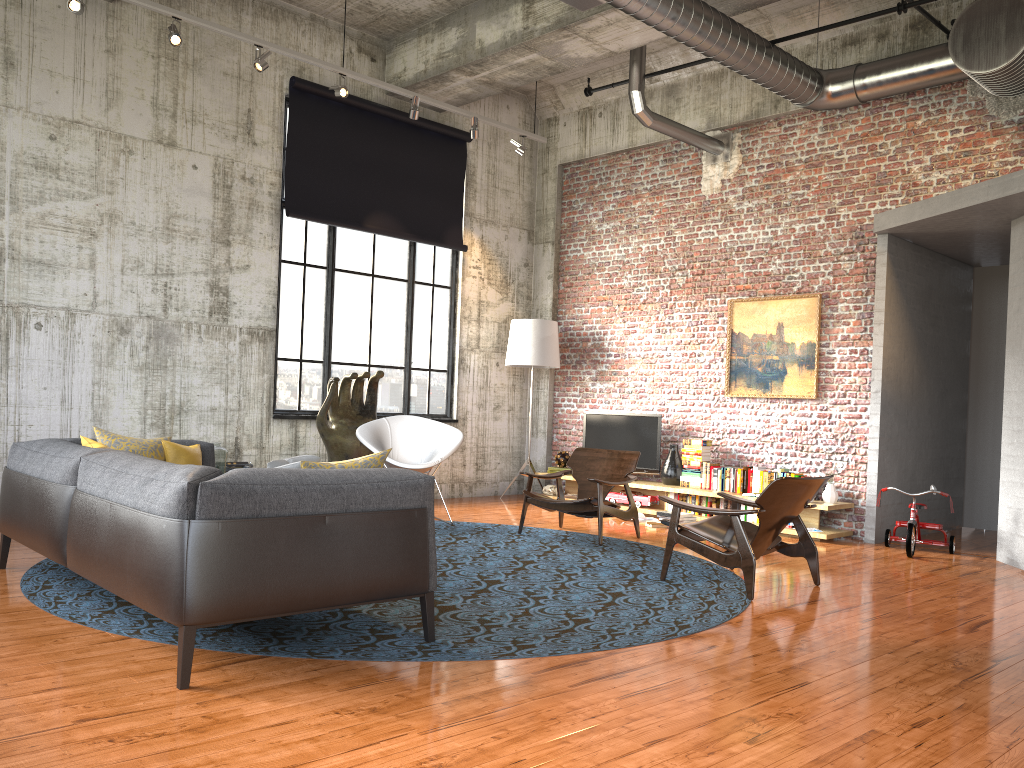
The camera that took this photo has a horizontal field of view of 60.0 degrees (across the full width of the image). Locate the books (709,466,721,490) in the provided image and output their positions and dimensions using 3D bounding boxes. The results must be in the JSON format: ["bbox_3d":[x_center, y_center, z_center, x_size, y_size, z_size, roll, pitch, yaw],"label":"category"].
[{"bbox_3d":[2.196,1.016,9.583,0.160,0.251,0.026,2,0,-44],"label":"books"}]

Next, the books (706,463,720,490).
[{"bbox_3d":[2.180,1.000,9.613,0.198,0.284,0.040,3,0,-44],"label":"books"}]

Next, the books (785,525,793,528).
[{"bbox_3d":[2.715,1.404,8.815,0.149,0.026,0.214,4,-2,-44],"label":"books"}]

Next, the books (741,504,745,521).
[{"bbox_3d":[2.427,1.307,9.188,0.133,0.219,0.040,2,0,-44],"label":"books"}]

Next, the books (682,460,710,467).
[{"bbox_3d":[2.031,0.873,9.776,0.171,0.057,0.246,4,-2,-44],"label":"books"}]

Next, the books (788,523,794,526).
[{"bbox_3d":[2.716,1.378,8.815,0.214,0.025,0.149,1,-2,31],"label":"books"}]

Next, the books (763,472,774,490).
[{"bbox_3d":[2.659,1.030,9.152,0.171,0.246,0.057,3,0,-45],"label":"books"}]

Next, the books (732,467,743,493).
[{"bbox_3d":[2.391,1.015,9.384,0.180,0.259,0.034,3,0,-44],"label":"books"}]

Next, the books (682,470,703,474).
[{"bbox_3d":[2.025,0.966,9.774,0.160,0.026,0.250,4,-2,-44],"label":"books"}]

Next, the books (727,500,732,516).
[{"bbox_3d":[2.301,1.302,9.296,0.105,0.225,0.033,2,0,-44],"label":"books"}]

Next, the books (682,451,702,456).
[{"bbox_3d":[2.032,0.768,9.775,0.183,0.034,0.253,4,-2,-44],"label":"books"}]

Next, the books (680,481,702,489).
[{"bbox_3d":[2.032,1.110,9.784,0.198,0.066,0.284,4,-2,-44],"label":"books"}]

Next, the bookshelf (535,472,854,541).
[{"bbox_3d":[1.816,1.315,9.880,0.548,0.359,3.842,3,-2,-44],"label":"bookshelf"}]

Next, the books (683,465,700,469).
[{"bbox_3d":[2.025,0.914,9.772,0.161,0.026,0.223,4,-2,-44],"label":"books"}]

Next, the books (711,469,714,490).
[{"bbox_3d":[2.207,1.030,9.559,0.161,0.223,0.026,3,0,-44],"label":"books"}]

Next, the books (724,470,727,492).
[{"bbox_3d":[2.322,1.032,9.450,0.161,0.223,0.027,3,0,-44],"label":"books"}]

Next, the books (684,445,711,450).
[{"bbox_3d":[2.046,0.698,9.774,0.168,0.037,0.231,4,-2,-44],"label":"books"}]

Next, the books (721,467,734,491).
[{"bbox_3d":[2.303,1.017,9.473,0.183,0.254,0.034,3,0,-44],"label":"books"}]

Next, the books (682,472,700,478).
[{"bbox_3d":[2.025,1.002,9.785,0.175,0.045,0.240,4,-2,-44],"label":"books"}]

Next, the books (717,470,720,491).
[{"bbox_3d":[2.259,1.031,9.510,0.161,0.223,0.027,3,0,-44],"label":"books"}]

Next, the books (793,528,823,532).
[{"bbox_3d":[2.872,1.408,8.606,0.169,0.023,0.230,3,-2,-24],"label":"books"}]

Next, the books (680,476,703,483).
[{"bbox_3d":[2.029,1.050,9.776,0.176,0.053,0.290,4,-2,-44],"label":"books"}]

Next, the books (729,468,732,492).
[{"bbox_3d":[2.366,1.019,9.406,0.160,0.251,0.032,2,0,-44],"label":"books"}]

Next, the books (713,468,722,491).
[{"bbox_3d":[2.231,1.022,9.532,0.175,0.240,0.045,3,0,-44],"label":"books"}]

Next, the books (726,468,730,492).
[{"bbox_3d":[2.342,1.021,9.427,0.171,0.246,0.032,3,0,-44],"label":"books"}]

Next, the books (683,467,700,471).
[{"bbox_3d":[2.027,0.940,9.775,0.161,0.027,0.223,4,-2,-44],"label":"books"}]

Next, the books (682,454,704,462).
[{"bbox_3d":[2.034,0.815,9.776,0.180,0.060,0.259,4,-2,-44],"label":"books"}]

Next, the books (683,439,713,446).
[{"bbox_3d":[2.050,0.647,9.781,0.198,0.066,0.259,4,-2,-44],"label":"books"}]

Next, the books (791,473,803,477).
[{"bbox_3d":[2.871,1.030,8.944,0.183,0.253,0.034,3,0,-45],"label":"books"}]

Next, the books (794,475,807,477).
[{"bbox_3d":[2.898,1.037,8.916,0.175,0.240,0.045,3,0,-45],"label":"books"}]

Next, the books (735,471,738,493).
[{"bbox_3d":[2.424,1.030,9.366,0.168,0.231,0.037,3,0,-44],"label":"books"}]

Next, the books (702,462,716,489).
[{"bbox_3d":[2.138,0.995,9.632,0.176,0.291,0.044,2,0,-44],"label":"books"}]

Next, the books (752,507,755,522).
[{"bbox_3d":[2.516,1.331,9.094,0.127,0.174,0.028,3,0,-44],"label":"books"}]

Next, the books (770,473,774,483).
[{"bbox_3d":[2.716,1.034,9.101,0.175,0.240,0.045,3,0,-45],"label":"books"}]

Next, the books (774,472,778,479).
[{"bbox_3d":[2.736,1.028,9.065,0.183,0.253,0.034,3,0,-45],"label":"books"}]

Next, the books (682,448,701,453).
[{"bbox_3d":[2.031,0.733,9.772,0.183,0.034,0.253,4,-2,-44],"label":"books"}]

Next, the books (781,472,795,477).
[{"bbox_3d":[2.799,1.026,9.011,0.180,0.259,0.060,3,0,-45],"label":"books"}]

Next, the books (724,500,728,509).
[{"bbox_3d":[2.283,1.321,9.333,0.143,0.187,0.043,3,0,-44],"label":"books"}]

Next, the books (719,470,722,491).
[{"bbox_3d":[2.271,1.031,9.485,0.161,0.223,0.026,3,0,-44],"label":"books"}]

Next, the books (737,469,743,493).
[{"bbox_3d":[2.436,1.018,9.329,0.183,0.254,0.034,3,0,-44],"label":"books"}]
